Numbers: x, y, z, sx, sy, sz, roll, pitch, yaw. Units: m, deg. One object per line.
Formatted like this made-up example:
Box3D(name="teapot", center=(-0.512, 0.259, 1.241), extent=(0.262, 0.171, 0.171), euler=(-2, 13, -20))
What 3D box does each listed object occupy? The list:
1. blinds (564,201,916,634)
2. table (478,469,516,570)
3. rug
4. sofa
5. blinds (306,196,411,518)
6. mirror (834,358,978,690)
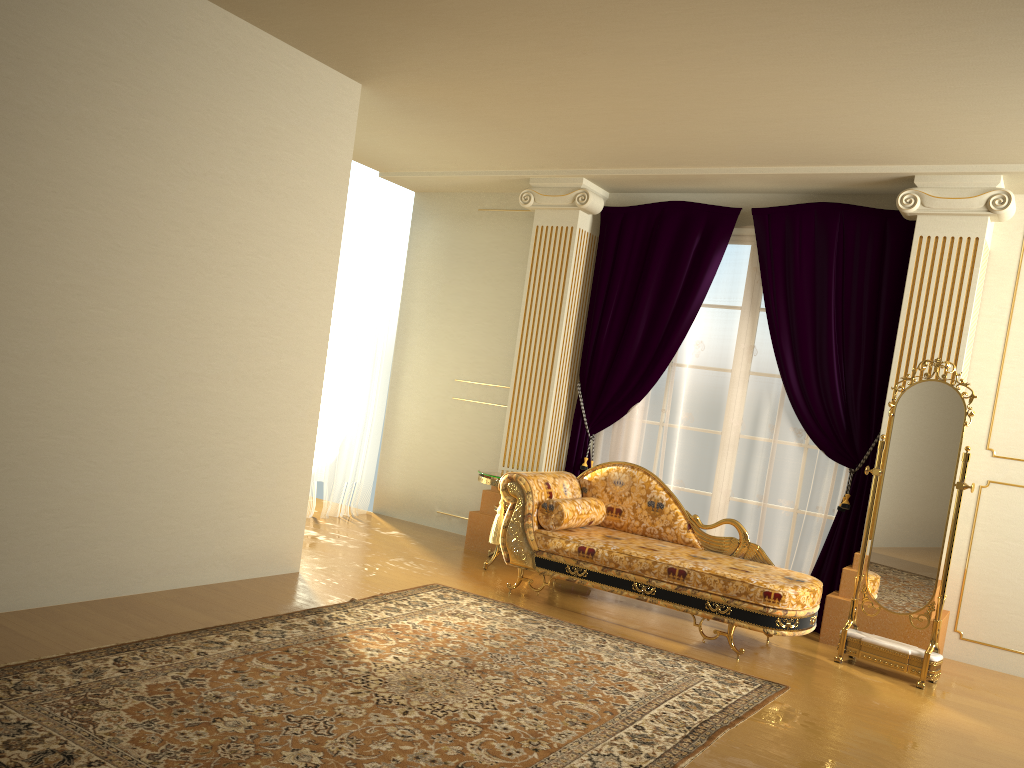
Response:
Box3D(name="blinds", center=(1.399, 0.132, 5.925), extent=(2.223, 2.662, 0.340), euler=(9, 4, 32))
Box3D(name="table", center=(0.004, 0.950, 6.105), extent=(0.572, 0.645, 0.568), euler=(8, 2, -13))
Box3D(name="rug", center=(-0.368, 1.191, 3.455), extent=(2.106, 0.017, 3.087), euler=(8, 0, 32))
Box3D(name="sofa", center=(0.823, 0.942, 5.125), extent=(1.884, 0.874, 0.695), euler=(8, 2, 32))
Box3D(name="blinds", center=(-1.564, -0.212, 6.566), extent=(0.163, 2.514, 2.171), euler=(11, 3, 34))
Box3D(name="mirror", center=(2.115, 0.704, 4.683), extent=(0.538, 1.706, 0.244), euler=(11, 5, 42))
